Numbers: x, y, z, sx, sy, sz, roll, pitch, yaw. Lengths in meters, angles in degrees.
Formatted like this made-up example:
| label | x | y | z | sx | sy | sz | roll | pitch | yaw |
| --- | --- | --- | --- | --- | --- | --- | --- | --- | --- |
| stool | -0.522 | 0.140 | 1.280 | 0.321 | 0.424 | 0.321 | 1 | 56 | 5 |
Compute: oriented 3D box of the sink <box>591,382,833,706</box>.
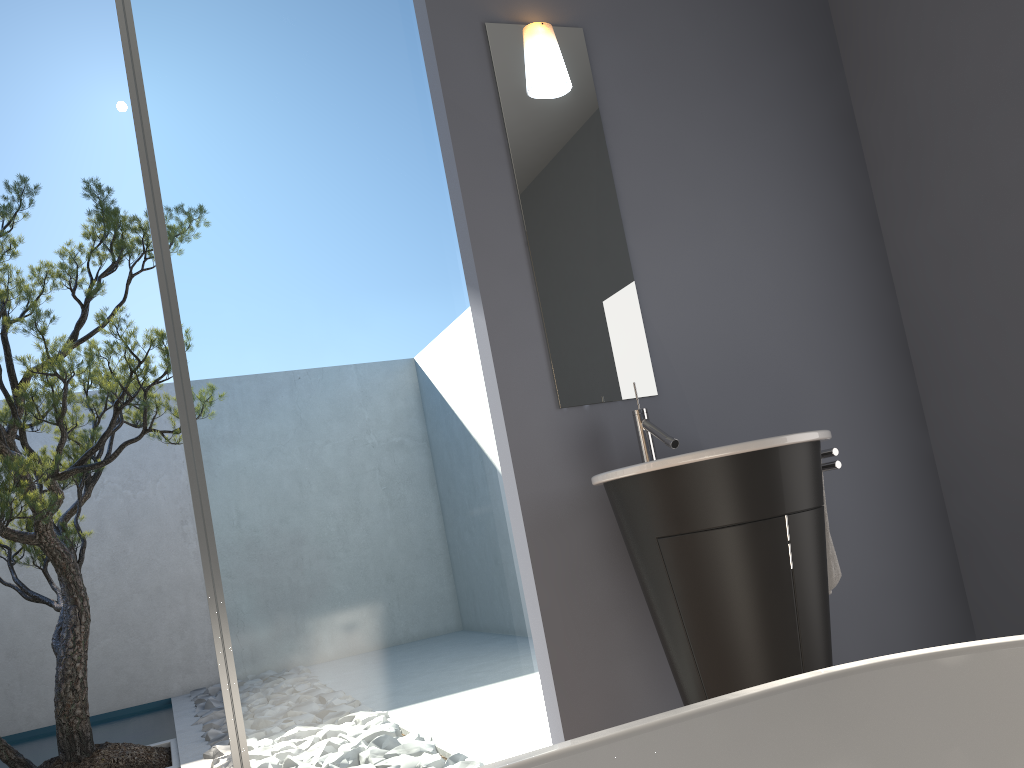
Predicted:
| label | x | y | z | sx | sy | sz | roll | pitch | yaw |
| --- | --- | --- | --- | --- | --- | --- | --- | --- | --- |
| sink | 0.599 | 0.538 | 2.386 | 0.644 | 1.241 | 0.654 | -5 | -8 | -41 |

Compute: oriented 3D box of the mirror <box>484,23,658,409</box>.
| label | x | y | z | sx | sy | sz | roll | pitch | yaw |
| --- | --- | --- | --- | --- | --- | --- | --- | --- | --- |
| mirror | 0.191 | -0.560 | 2.852 | 0.353 | 1.261 | 0.012 | -8 | -6 | -23 |

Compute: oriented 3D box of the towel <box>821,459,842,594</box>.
| label | x | y | z | sx | sy | sz | roll | pitch | yaw |
| --- | --- | --- | --- | --- | --- | --- | --- | --- | --- |
| towel | 0.870 | 0.431 | 2.716 | 0.094 | 0.437 | 0.365 | -9 | -7 | -23 |

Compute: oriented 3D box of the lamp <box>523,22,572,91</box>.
| label | x | y | z | sx | sy | sz | roll | pitch | yaw |
| --- | --- | --- | --- | --- | --- | --- | --- | --- | --- |
| lamp | 0.114 | -1.068 | 2.869 | 0.156 | 0.212 | 0.058 | -8 | -6 | -23 |

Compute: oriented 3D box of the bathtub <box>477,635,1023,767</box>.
| label | x | y | z | sx | sy | sz | roll | pitch | yaw |
| --- | --- | --- | --- | --- | --- | --- | --- | --- | --- |
| bathtub | -0.049 | 0.600 | 0.387 | 2.091 | 0.706 | 0.924 | -7 | -9 | -23 |

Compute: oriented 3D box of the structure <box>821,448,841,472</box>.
| label | x | y | z | sx | sy | sz | roll | pitch | yaw |
| --- | --- | --- | --- | --- | --- | --- | --- | --- | --- |
| structure | 0.828 | 0.263 | 2.713 | 0.025 | 0.143 | 0.486 | -8 | -9 | -23 |

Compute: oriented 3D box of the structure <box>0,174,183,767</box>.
| label | x | y | z | sx | sy | sz | roll | pitch | yaw |
| --- | --- | --- | --- | --- | --- | --- | --- | --- | --- |
| structure | -2.826 | 0.680 | 4.640 | 2.576 | 3.444 | 2.549 | -7 | -8 | -30 |

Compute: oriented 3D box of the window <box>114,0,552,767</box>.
| label | x | y | z | sx | sy | sz | roll | pitch | yaw |
| --- | --- | --- | --- | --- | --- | --- | --- | --- | --- |
| window | -0.081 | -0.159 | 2.805 | 1.878 | 2.981 | 0.022 | -8 | -6 | -23 |
